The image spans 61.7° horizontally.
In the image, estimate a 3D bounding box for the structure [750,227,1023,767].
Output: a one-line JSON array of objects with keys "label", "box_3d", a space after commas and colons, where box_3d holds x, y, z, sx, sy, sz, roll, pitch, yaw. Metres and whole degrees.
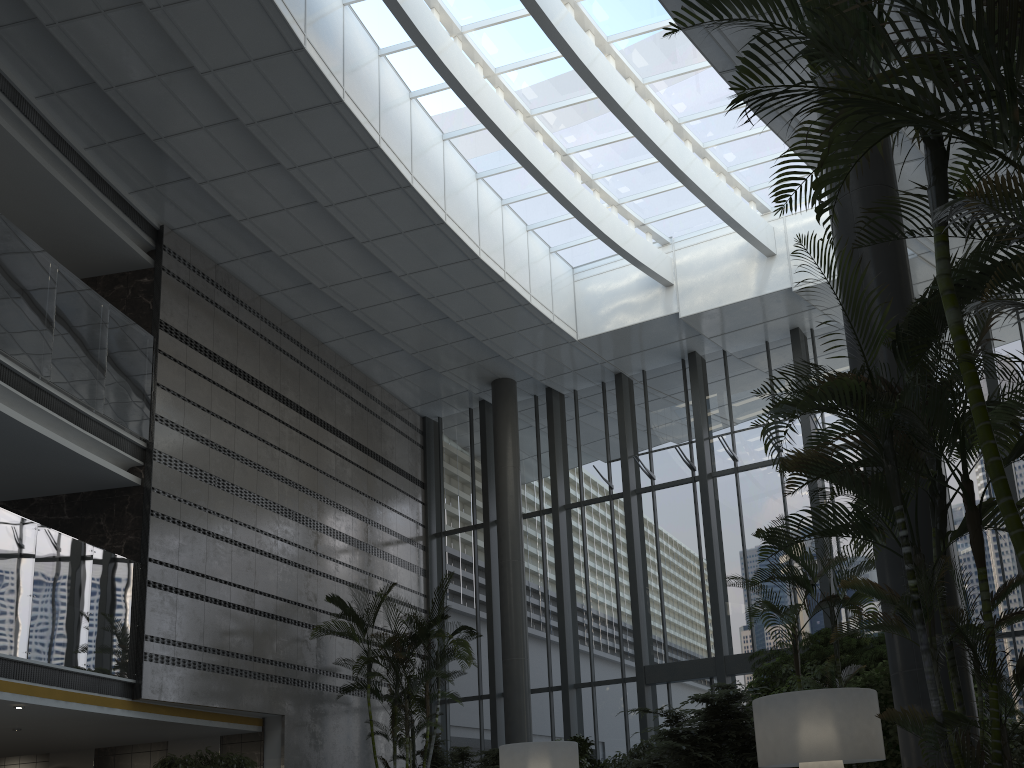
[{"label": "structure", "box_3d": [2.101, 1.087, 4.176, 1.642, 3.470, 2.209, -5, -17, 10]}]

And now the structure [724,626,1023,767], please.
[{"label": "structure", "box_3d": [3.905, 4.263, 9.976, 3.842, 2.747, 3.382, -19, -26, 35]}]

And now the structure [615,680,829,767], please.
[{"label": "structure", "box_3d": [2.248, 4.143, 8.915, 2.220, 2.163, 2.546, -7, -21, 12]}]

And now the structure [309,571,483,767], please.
[{"label": "structure", "box_3d": [-1.628, 5.043, 12.679, 2.546, 4.336, 2.608, -12, -19, 30]}]

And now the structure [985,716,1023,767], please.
[{"label": "structure", "box_3d": [4.363, 3.687, 7.483, 1.445, 1.494, 1.716, 0, -21, -6]}]

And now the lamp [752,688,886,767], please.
[{"label": "lamp", "box_3d": [2.138, 2.942, 5.818, 0.848, 1.556, 0.891, 1, -16, -13]}]

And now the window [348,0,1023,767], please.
[{"label": "window", "box_3d": [-0.717, -0.088, 7.973, 13.866, 9.312, 19.844, -19, -29, 35]}]

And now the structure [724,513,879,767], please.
[{"label": "structure", "box_3d": [2.570, 2.620, 7.033, 1.406, 3.222, 1.313, -5, -15, 11]}]

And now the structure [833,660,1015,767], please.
[{"label": "structure", "box_3d": [3.334, 3.347, 7.217, 1.611, 1.978, 1.657, 5, -20, -21]}]

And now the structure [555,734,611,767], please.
[{"label": "structure", "box_3d": [0.737, 5.560, 11.222, 1.438, 1.830, 1.287, 11, -22, -37]}]

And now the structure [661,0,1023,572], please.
[{"label": "structure", "box_3d": [1.766, -0.195, 2.518, 2.429, 4.335, 2.733, -4, -17, 7]}]

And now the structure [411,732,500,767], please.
[{"label": "structure", "box_3d": [-0.659, 6.441, 13.191, 1.857, 2.132, 2.020, -6, -19, 9]}]

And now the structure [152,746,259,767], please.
[{"label": "structure", "box_3d": [-3.817, 5.479, 10.609, 2.104, 1.835, 1.703, 11, -23, -32]}]

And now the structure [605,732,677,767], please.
[{"label": "structure", "box_3d": [1.967, 5.285, 10.728, 1.699, 1.756, 2.112, 9, -24, -30]}]

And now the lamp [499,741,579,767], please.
[{"label": "lamp", "box_3d": [0.314, 4.590, 8.935, 0.853, 1.556, 0.886, -17, -21, 41]}]
